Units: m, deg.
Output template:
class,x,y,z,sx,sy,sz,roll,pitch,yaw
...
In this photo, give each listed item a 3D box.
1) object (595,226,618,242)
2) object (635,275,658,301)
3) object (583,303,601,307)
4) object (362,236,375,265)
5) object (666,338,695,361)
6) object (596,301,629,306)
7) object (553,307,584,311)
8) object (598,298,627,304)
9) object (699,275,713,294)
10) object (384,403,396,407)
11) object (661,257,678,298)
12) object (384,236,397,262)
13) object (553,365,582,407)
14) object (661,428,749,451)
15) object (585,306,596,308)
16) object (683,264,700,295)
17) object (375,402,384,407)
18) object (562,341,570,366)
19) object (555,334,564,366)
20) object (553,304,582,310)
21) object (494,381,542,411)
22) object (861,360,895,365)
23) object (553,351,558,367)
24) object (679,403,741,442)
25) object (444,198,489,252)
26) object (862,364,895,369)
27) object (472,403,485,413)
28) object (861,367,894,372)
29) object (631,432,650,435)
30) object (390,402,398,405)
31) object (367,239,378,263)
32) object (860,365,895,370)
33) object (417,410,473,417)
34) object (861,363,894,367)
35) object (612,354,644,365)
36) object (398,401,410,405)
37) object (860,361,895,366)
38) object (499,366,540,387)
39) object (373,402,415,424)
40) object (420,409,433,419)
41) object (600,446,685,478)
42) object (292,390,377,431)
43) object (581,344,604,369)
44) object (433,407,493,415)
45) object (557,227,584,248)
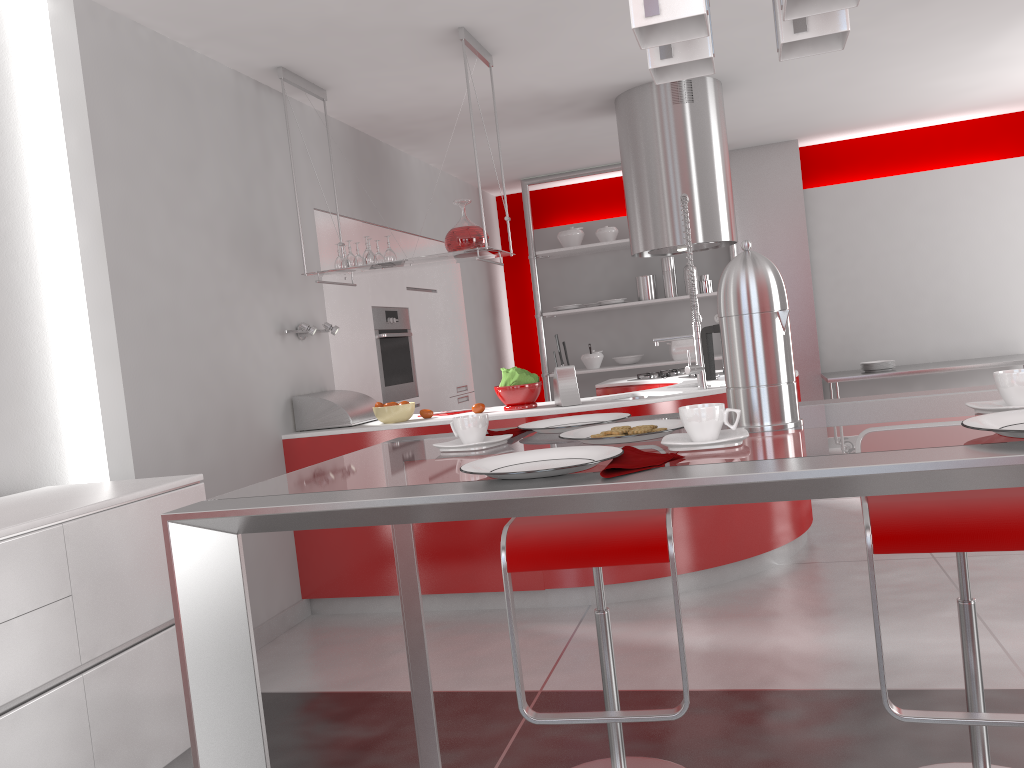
class,x,y,z,sx,sy,sz,roll,pitch,yaw
object,0.794,-1.241,7.399,0.192,0.153,0.192,-5,3,29
object,1.108,-0.787,7.321,0.184,0.205,0.172,-6,2,21
object,0.729,-0.671,7.607,0.244,0.042,0.244,-6,2,7
object,-0.684,-0.628,4.209,0.060,0.141,0.060,-7,2,-8
object,1.421,-0.303,7.319,0.282,0.197,0.235,-6,2,6
object,0.832,-0.658,7.334,0.280,0.015,0.280,-4,3,45
object,0.471,-0.622,7.450,0.280,0.015,0.280,-8,3,-37
object,0.830,-0.672,7.334,0.244,0.042,0.244,-6,2,0
object,1.585,-0.815,7.288,0.127,0.157,0.127,-5,2,26
object,-0.576,0.113,4.212,0.065,0.052,0.062,-6,2,0
object,1.284,-0.864,7.222,0.109,0.329,0.110,-6,2,13
object,-0.591,-0.641,4.269,0.060,0.141,0.060,-6,2,16
object,0.246,0.007,4.038,0.091,0.178,0.137,-7,2,-11
object,0.266,0.078,1.224,0.119,0.016,0.119,-6,2,13
object,0.731,-0.657,7.607,0.280,0.015,0.280,-8,3,-37
object,1.441,-0.851,7.130,0.115,0.274,0.115,-6,2,8
object,-0.627,0.114,4.245,0.055,0.058,0.066,-6,2,1
object,0.263,-0.057,4.059,0.012,0.279,0.130,-7,2,-13
object,0.233,-0.069,4.062,0.014,0.322,0.150,-7,2,-13
object,0.469,-0.635,7.450,0.244,0.042,0.244,-6,2,0
object,0.035,0.059,4.166,0.229,0.118,0.228,-7,2,-13
object,2.808,-0.161,6.816,0.228,0.020,0.228,-7,2,-3
object,0.210,-0.052,4.048,0.009,0.197,0.091,-7,2,-13
object,0.268,0.054,1.217,0.062,0.049,0.078,-8,3,-34
object,-0.223,-0.743,4.226,0.213,0.266,0.213,-4,3,44
object,2.811,-0.131,6.817,0.228,0.020,0.228,-7,2,-3
object,-0.159,0.115,4.198,0.064,0.048,0.063,-7,2,-6
object,2.814,-0.111,6.818,0.228,0.020,0.228,-7,2,-3
object,0.200,0.080,1.395,0.034,0.006,0.036,-6,2,20
object,-0.573,0.111,4.274,0.066,0.049,0.062,-6,2,12
object,-0.686,-0.631,4.295,0.060,0.141,0.060,-6,2,16
object,2.813,-0.121,6.818,0.228,0.020,0.228,-7,2,-3
object,-0.324,0.146,4.406,0.266,0.006,0.168,-4,3,42
object,2.810,-0.141,6.817,0.228,0.020,0.228,-7,2,-3
object,0.989,-0.201,7.539,0.272,0.072,0.272,-7,2,-20
object,-0.516,0.106,4.238,0.066,0.049,0.062,-5,2,24
object,2.809,-0.151,6.816,0.228,0.020,0.228,-7,2,-3
object,0.039,0.005,4.162,0.198,0.182,0.193,-6,2,21
object,-0.558,0.142,4.227,0.201,0.086,0.201,-6,2,17
object,-0.409,0.143,4.247,0.065,0.047,0.063,-6,2,15
object,0.172,0.094,1.127,0.095,0.012,0.234,-6,2,14
object,-0.865,0.117,4.470,0.300,0.170,0.400,-6,2,16
object,0.674,-0.234,7.469,0.192,0.214,0.192,-6,2,2
object,-0.268,0.133,4.408,0.375,0.008,0.041,-7,2,-8
object,0.498,-1.229,7.480,0.231,0.191,0.231,-8,3,-34
